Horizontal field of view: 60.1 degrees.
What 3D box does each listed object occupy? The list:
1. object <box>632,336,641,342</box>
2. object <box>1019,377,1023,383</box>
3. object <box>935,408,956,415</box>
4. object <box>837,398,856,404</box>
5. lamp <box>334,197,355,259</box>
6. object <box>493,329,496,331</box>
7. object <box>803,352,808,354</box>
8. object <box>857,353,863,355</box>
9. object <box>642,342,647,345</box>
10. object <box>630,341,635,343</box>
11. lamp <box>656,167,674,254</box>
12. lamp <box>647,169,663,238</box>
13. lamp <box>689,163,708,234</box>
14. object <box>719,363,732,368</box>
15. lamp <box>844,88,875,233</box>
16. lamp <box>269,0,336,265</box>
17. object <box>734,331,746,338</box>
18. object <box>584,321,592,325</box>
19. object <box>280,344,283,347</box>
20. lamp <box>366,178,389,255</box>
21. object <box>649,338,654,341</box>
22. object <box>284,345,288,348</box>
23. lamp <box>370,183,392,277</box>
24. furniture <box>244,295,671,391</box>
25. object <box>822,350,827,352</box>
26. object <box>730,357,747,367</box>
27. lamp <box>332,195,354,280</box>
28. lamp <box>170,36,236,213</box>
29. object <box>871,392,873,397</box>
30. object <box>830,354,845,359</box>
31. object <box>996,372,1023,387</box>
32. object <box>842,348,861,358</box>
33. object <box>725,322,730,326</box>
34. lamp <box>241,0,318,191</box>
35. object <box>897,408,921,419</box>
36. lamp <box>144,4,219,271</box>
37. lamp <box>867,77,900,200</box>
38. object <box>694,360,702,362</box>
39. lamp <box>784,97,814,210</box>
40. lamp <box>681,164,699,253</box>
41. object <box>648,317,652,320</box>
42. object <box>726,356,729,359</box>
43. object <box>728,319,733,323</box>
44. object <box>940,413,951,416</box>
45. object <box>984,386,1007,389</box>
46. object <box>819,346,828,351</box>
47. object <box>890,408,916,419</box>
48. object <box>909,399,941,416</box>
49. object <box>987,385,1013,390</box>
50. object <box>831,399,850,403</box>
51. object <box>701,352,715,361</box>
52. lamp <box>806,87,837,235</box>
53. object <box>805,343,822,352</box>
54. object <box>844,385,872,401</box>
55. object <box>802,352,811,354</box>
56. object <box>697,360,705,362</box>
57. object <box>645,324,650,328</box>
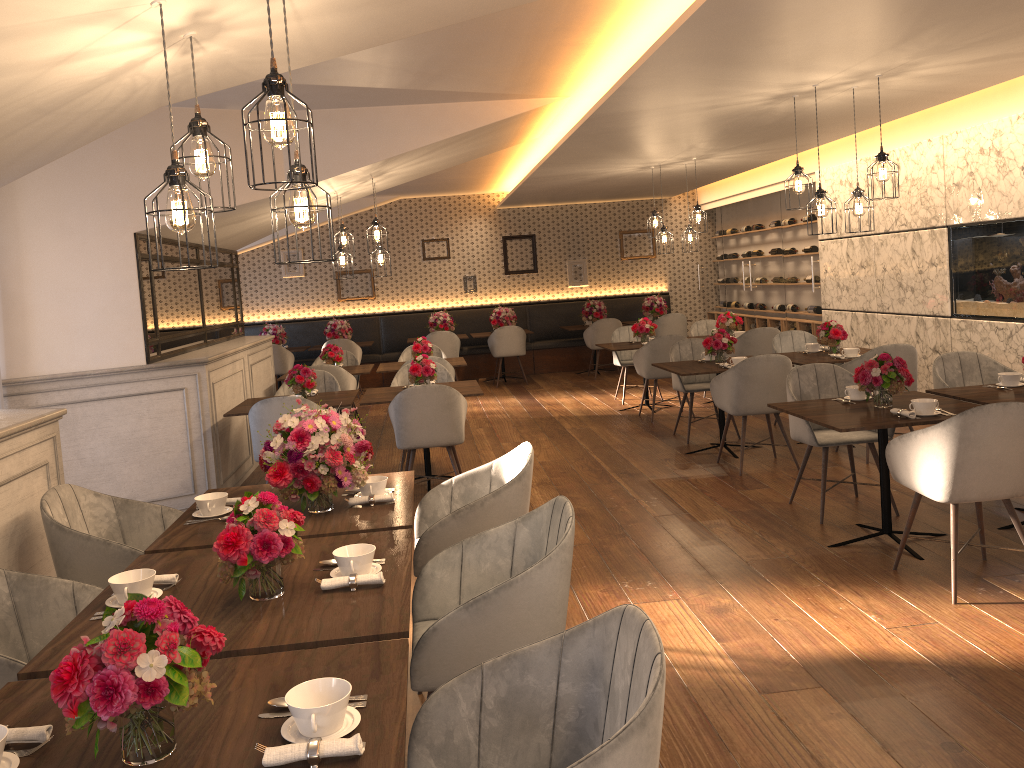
[{"bbox_3d":[1.436,-0.515,10.016,0.148,0.072,0.148,-7,7,-28],"label":"object"},{"bbox_3d":[2.977,-0.016,5.099,0.056,0.039,0.176,-5,7,-5],"label":"object"},{"bbox_3d":[2.161,0.134,4.428,0.043,0.015,0.198,-5,7,-9],"label":"object"},{"bbox_3d":[1.879,0.096,4.966,0.022,0.004,0.212,-5,7,-5],"label":"object"},{"bbox_3d":[-1.592,-2.174,8.007,0.175,2.063,0.175,-4,4,-4],"label":"lamp"},{"bbox_3d":[-0.210,-0.842,13.701,0.148,0.072,0.149,2,8,42],"label":"object"},{"bbox_3d":[2.500,-0.273,7.616,0.043,0.015,0.198,-4,7,-2],"label":"object"},{"bbox_3d":[2.810,-0.230,7.074,0.043,0.015,0.198,-5,7,-9],"label":"object"},{"bbox_3d":[1.422,-0.424,9.405,0.056,0.039,0.176,-5,7,-5],"label":"object"},{"bbox_3d":[1.364,-0.472,9.985,0.022,0.004,0.212,-5,7,-5],"label":"object"},{"bbox_3d":[1.593,-2.441,9.556,0.175,2.063,0.175,-4,4,-4],"label":"lamp"},{"bbox_3d":[1.546,-2.670,9.870,0.175,2.063,0.175,-4,4,-4],"label":"lamp"},{"bbox_3d":[1.923,-2.638,9.375,0.175,2.063,0.175,-4,4,-4],"label":"lamp"},{"bbox_3d":[1.674,-0.145,6.942,0.056,0.039,0.176,-5,7,-5],"label":"object"},{"bbox_3d":[2.289,-2.057,5.946,0.175,2.063,0.175,-4,4,-4],"label":"lamp"},{"bbox_3d":[-0.701,-1.396,2.633,0.175,2.063,0.175,-4,4,-4],"label":"lamp"},{"bbox_3d":[2.446,-0.525,9.505,0.148,0.072,0.148,-7,7,-28],"label":"object"},{"bbox_3d":[1.207,-0.959,13.840,0.148,0.072,0.149,2,8,42],"label":"object"},{"bbox_3d":[-3.532,-0.567,13.374,0.148,0.072,0.149,2,8,42],"label":"object"},{"bbox_3d":[-1.216,-2.141,7.512,0.175,2.063,0.175,-4,4,-4],"label":"lamp"},{"bbox_3d":[1.534,-0.450,9.415,0.148,0.072,0.148,-7,7,-28],"label":"object"},{"bbox_3d":[-3.418,-0.559,13.386,0.056,0.039,0.176,-5,7,-5],"label":"object"},{"bbox_3d":[-1.235,-1.986,7.850,0.175,2.063,0.175,-4,4,-4],"label":"lamp"},{"bbox_3d":[-0.873,-0.611,13.987,7.090,1.078,0.543,-5,4,-6],"label":"furniture"},{"bbox_3d":[2.682,-0.294,7.643,0.025,0.024,0.193,-5,7,-5],"label":"object"},{"bbox_3d":[1.786,-0.172,6.953,0.148,0.072,0.148,-7,7,-28],"label":"object"},{"bbox_3d":[-1.545,-1.945,7.693,0.175,2.063,0.175,-4,4,-4],"label":"lamp"},{"bbox_3d":[-1.057,-1.584,2.790,0.175,2.063,0.175,-4,4,-4],"label":"lamp"},{"bbox_3d":[2.065,0.059,5.010,0.056,0.039,0.176,-5,7,-5],"label":"object"},{"bbox_3d":[2.586,-0.221,7.032,0.056,0.039,0.176,-5,7,-5],"label":"object"},{"bbox_3d":[2.862,-0.023,5.087,0.148,0.072,0.149,1,8,37],"label":"object"},{"bbox_3d":[2.698,-0.247,7.042,0.148,0.072,0.148,-7,7,-28],"label":"object"},{"bbox_3d":[2.363,-0.663,9.730,0.049,0.052,0.078,-4,6,5],"label":"object"},{"bbox_3d":[-0.681,-1.552,2.295,0.175,2.063,0.175,-4,4,-4],"label":"lamp"},{"bbox_3d":[1.970,0.147,4.399,0.025,0.024,0.193,-5,7,-5],"label":"object"},{"bbox_3d":[-1.010,-1.355,2.476,0.175,2.063,0.175,-4,4,-4],"label":"lamp"},{"bbox_3d":[2.309,-2.212,5.607,0.175,2.063,0.175,-4,4,-4],"label":"lamp"},{"bbox_3d":[1.580,-0.197,7.525,0.043,0.015,0.198,-5,7,-9],"label":"object"},{"bbox_3d":[1.932,-2.245,6.103,0.175,2.063,0.175,-4,4,-4],"label":"lamp"},{"bbox_3d":[1.903,-2.482,9.713,0.175,2.063,0.175,-4,4,-4],"label":"lamp"},{"bbox_3d":[2.201,-1.041,13.938,0.148,0.072,0.149,1,8,37],"label":"object"},{"bbox_3d":[1.803,-0.230,7.566,0.056,0.039,0.176,-5,7,-5],"label":"object"},{"bbox_3d":[2.385,-0.693,9.718,0.048,0.052,0.076,-7,6,-26],"label":"object"},{"bbox_3d":[2.125,0.142,4.432,0.022,0.004,0.212,-5,7,-5],"label":"object"},{"bbox_3d":[2.754,0.017,5.058,0.043,0.015,0.198,-5,7,-9],"label":"object"},{"bbox_3d":[2.715,-0.305,7.656,0.056,0.039,0.176,-5,7,-5],"label":"object"},{"bbox_3d":[1.937,0.144,4.386,0.056,0.039,0.176,-5,7,-5],"label":"object"},{"bbox_3d":[2.048,0.117,4.396,0.148,0.072,0.149,1,8,37],"label":"object"},{"bbox_3d":[2.790,0.020,5.055,0.022,0.004,0.212,-5,7,-5],"label":"object"},{"bbox_3d":[1.843,0.092,4.969,0.043,0.015,0.198,-5,7,-9],"label":"object"},{"bbox_3d":[1.689,-0.237,7.554,0.148,0.072,0.148,-7,7,-28],"label":"object"},{"bbox_3d":[1.979,-2.016,5.788,0.175,2.063,0.175,-4,4,-4],"label":"lamp"},{"bbox_3d":[2.600,-0.312,7.643,0.148,0.072,0.148,-7,7,-28],"label":"object"},{"bbox_3d":[1.951,0.052,4.997,0.148,0.072,0.149,1,8,37],"label":"object"},{"bbox_3d":[2.528,-0.269,7.612,0.022,0.004,0.212,-5,7,-5],"label":"object"},{"bbox_3d":[1.616,-0.193,7.522,0.022,0.004,0.212,-5,7,-5],"label":"object"},{"bbox_3d":[1.463,-0.629,9.659,0.046,0.052,0.077,-9,7,-43],"label":"object"}]
